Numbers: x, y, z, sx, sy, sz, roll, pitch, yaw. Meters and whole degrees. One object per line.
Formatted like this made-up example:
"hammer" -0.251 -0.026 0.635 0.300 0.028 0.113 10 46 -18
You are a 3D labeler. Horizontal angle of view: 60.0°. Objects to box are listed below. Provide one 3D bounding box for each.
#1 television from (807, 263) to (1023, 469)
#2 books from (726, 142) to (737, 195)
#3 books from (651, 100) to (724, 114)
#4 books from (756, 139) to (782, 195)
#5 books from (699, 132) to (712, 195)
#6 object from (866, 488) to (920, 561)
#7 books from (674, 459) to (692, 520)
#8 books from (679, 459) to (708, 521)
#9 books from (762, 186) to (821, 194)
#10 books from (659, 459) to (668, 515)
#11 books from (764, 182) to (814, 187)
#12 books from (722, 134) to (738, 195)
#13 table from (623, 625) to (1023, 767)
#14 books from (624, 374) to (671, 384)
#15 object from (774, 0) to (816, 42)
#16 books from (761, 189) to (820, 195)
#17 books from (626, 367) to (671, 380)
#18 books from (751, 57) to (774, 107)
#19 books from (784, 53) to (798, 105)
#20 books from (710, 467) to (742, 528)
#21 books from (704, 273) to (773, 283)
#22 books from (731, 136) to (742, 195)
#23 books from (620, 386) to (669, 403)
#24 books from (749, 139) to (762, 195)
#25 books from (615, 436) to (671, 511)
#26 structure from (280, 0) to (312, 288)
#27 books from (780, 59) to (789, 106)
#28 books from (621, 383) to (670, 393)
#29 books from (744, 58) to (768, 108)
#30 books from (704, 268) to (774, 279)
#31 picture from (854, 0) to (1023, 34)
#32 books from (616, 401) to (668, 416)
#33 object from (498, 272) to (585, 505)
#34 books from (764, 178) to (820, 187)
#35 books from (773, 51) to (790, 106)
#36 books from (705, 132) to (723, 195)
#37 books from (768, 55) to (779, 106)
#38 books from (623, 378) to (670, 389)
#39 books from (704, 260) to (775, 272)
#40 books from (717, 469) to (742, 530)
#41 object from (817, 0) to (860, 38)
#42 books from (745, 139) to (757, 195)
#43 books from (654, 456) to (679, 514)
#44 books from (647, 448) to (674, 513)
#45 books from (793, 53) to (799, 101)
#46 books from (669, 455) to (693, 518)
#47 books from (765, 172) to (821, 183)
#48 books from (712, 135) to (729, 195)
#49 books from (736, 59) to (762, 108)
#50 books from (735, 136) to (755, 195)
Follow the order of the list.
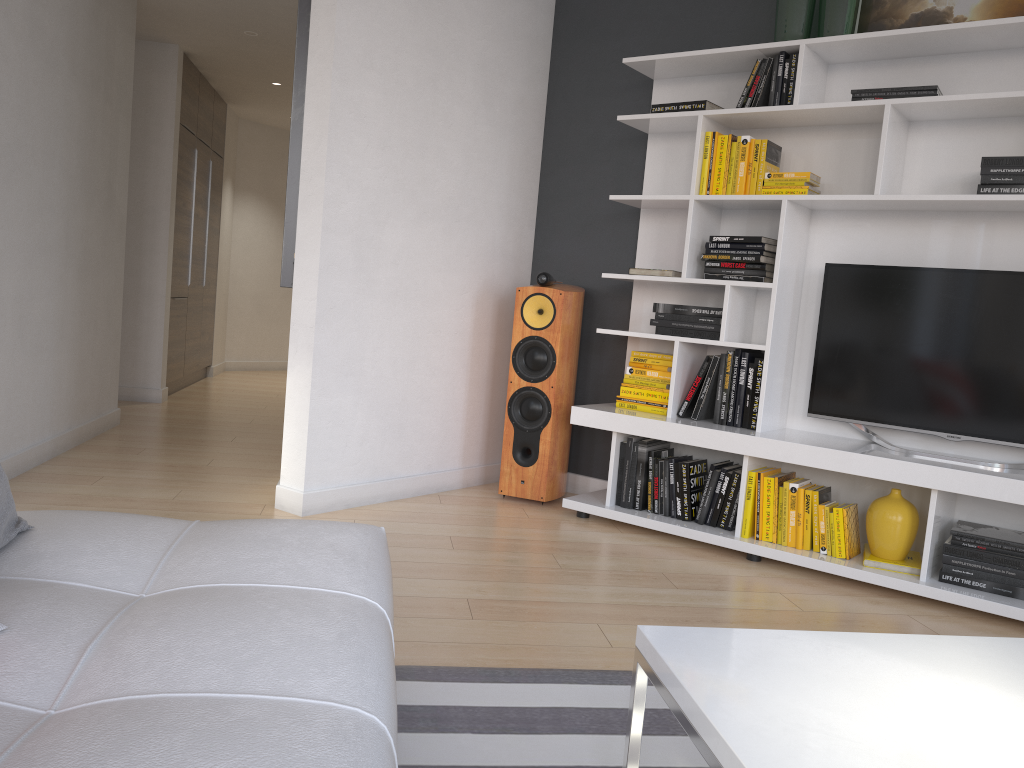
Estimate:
"television" 1.689 -0.073 3.312 1.102 0.704 0.207 9 6 36
"books" 0.959 -0.897 3.765 0.024 0.229 0.156 9 6 36
"books" 0.779 -1.187 3.886 0.268 0.046 0.208 9 7 39
"books" 1.073 -0.886 3.704 0.024 0.234 0.172 9 6 36
"books" 0.876 -0.932 3.832 0.029 0.270 0.204 9 6 36
"object" 1.428 0.522 3.332 0.185 0.257 0.185 6 5 14
"books" 0.757 0.454 3.838 0.066 0.242 0.177 9 6 36
"books" 0.788 0.454 3.820 0.083 0.249 0.191 9 6 36
"books" 1.147 -0.795 3.639 0.196 0.011 0.148 9 6 36
"books" 0.695 0.447 3.890 0.049 0.236 0.170 9 6 37
"books" 1.132 -0.809 3.625 0.169 0.018 0.113 9 7 37
"books" 0.959 -0.916 3.791 0.015 0.263 0.199 9 6 36
"table" 0.793 0.690 0.960 1.091 0.435 1.091 4 5 -9
"books" 0.668 -0.022 4.057 0.251 0.019 0.180 9 6 36
"object" 1.157 -1.610 3.590 0.157 0.507 0.157 1 7 -40
"books" 1.142 -0.773 3.638 0.190 0.033 0.147 9 6 36
"books" 0.678 -0.048 4.046 0.250 0.035 0.185 9 7 39
"books" 1.064 -1.226 3.684 0.074 0.212 0.154 9 6 35
"books" 1.167 -1.213 3.611 0.038 0.218 0.169 9 6 36
"books" 0.912 0.476 3.734 0.071 0.243 0.179 9 6 35
"books" 0.975 -0.443 3.765 0.263 0.026 0.189 9 6 34
"books" 0.988 -0.907 3.766 0.019 0.251 0.180 9 6 36
"books" 0.655 0.046 4.053 0.255 0.044 0.198 9 6 36
"books" 1.050 -0.889 3.717 0.024 0.234 0.172 9 6 36
"books" 0.591 0.390 3.984 0.128 0.321 0.259 9 6 36
"structure" 0.255 -1.765 5.754 2.823 4.339 4.190 4 5 -9
"books" 1.142 -1.208 3.628 0.021 0.200 0.147 9 6 36
"books" 0.664 0.016 4.064 0.263 0.015 0.198 9 7 39
"books" 1.049 -1.229 3.711 0.087 0.214 0.171 9 6 36
"books" 0.979 -0.468 3.763 0.270 0.025 0.189 9 6 35
"picture" 1.905 -1.608 3.234 1.279 0.707 0.076 9 6 36
"books" 0.643 0.108 4.047 0.270 0.029 0.204 10 7 41
"object" 0.169 0.011 4.324 0.290 1.088 0.434 7 6 21
"books" 1.148 -0.824 3.632 0.187 0.014 0.134 9 6 36
"books" 1.127 -1.225 3.645 0.025 0.232 0.176 9 6 36
"books" 0.902 -0.929 3.823 0.025 0.270 0.213 9 6 36
"books" 1.104 -1.222 3.656 0.021 0.221 0.156 9 6 36
"books" 0.646 -0.003 4.051 0.228 0.024 0.152 9 7 40
"books" 0.987 -0.496 3.780 0.266 0.030 0.209 9 6 34
"books" 0.950 0.478 3.720 0.084 0.249 0.191 9 6 36
"object" 1.315 -1.592 3.544 0.157 0.507 0.157 1 7 -40
"books" 1.033 -0.894 3.734 0.023 0.239 0.169 9 6 36
"books" 0.680 0.443 3.909 0.053 0.240 0.189 9 6 36
"books" 0.658 0.424 3.930 0.053 0.268 0.202 9 6 36
"books" 1.186 -1.216 3.588 0.019 0.230 0.174 9 6 36
"books" 0.739 0.445 3.862 0.066 0.255 0.193 9 6 36
"books" 1.154 -0.845 3.643 0.186 0.026 0.138 9 6 36
"books" 0.933 -0.918 3.808 0.044 0.255 0.198 9 6 36
"books" 1.020 -1.234 3.725 0.096 0.213 0.166 9 6 34
"books" 1.008 -0.904 3.749 0.035 0.250 0.185 9 6 36
